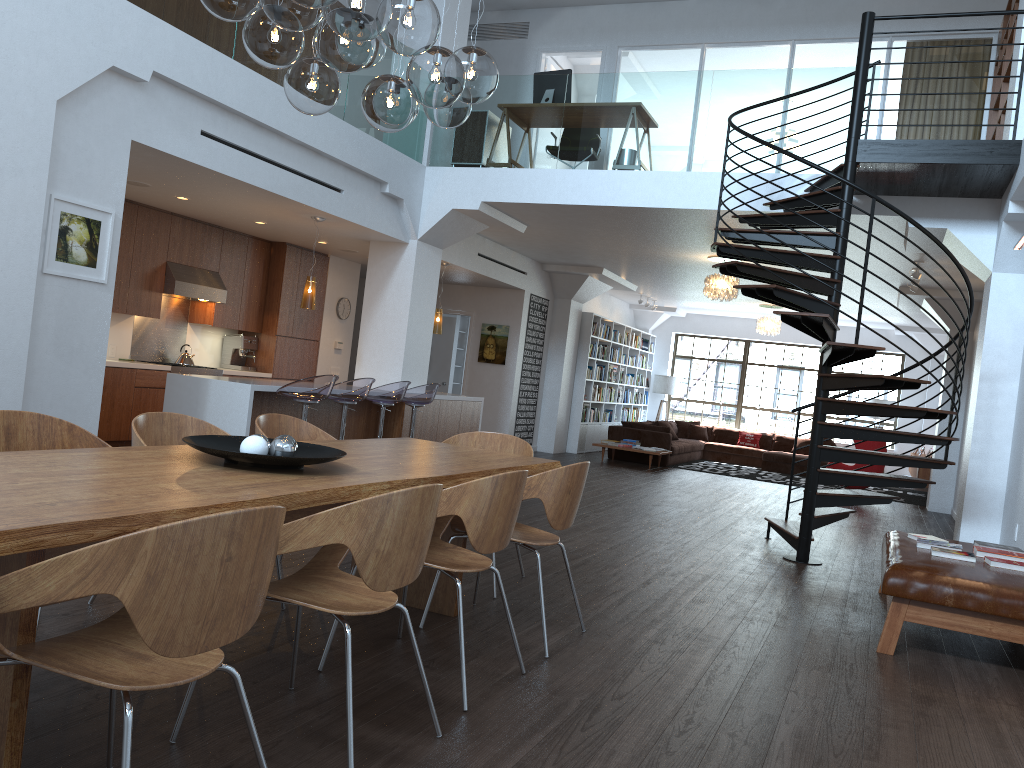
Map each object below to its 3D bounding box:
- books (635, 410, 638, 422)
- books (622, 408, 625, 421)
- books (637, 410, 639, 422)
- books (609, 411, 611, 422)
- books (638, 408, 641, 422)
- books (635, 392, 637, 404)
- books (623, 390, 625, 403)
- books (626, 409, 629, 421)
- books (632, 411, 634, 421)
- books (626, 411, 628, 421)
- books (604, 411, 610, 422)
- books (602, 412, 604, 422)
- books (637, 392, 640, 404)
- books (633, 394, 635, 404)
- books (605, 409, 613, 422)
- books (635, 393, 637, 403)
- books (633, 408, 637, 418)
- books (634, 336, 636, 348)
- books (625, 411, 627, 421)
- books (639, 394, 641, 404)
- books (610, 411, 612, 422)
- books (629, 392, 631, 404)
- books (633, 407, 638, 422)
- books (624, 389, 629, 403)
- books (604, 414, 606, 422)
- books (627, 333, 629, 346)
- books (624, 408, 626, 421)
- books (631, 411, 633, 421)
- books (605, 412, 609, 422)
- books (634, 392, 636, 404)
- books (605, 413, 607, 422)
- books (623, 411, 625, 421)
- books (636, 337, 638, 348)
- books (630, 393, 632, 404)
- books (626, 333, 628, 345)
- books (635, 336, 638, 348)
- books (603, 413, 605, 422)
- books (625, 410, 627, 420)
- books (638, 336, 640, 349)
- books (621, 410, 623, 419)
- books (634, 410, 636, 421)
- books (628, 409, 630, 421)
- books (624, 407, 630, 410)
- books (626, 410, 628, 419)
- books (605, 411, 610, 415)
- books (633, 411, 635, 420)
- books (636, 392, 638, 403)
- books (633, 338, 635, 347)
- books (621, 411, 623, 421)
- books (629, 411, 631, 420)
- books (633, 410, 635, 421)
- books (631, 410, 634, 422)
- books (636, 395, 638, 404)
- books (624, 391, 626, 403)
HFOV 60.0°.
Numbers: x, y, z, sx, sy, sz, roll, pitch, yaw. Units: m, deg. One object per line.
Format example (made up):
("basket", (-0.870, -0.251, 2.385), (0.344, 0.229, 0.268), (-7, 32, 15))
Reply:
("books", (2.516, 0.662, 18.544), (0.189, 0.247, 0.057), (7, 1, 23))
("books", (2.126, 0.606, 17.618), (0.198, 0.284, 0.066), (7, 1, 22))
("books", (2.587, 0.670, 18.716), (0.171, 0.246, 0.057), (7, 1, 23))
("books", (1.785, 0.614, 16.779), (0.146, 0.202, 0.027), (7, 1, 23))
("books", (2.620, 0.651, 18.794), (0.176, 0.290, 0.053), (7, 1, 23))
("books", (2.486, 0.278, 18.369), (0.183, 0.253, 0.039), (7, 1, 23))
("books", (2.125, 0.241, 17.481), (0.182, 0.255, 0.077), (7, 1, 23))
("books", (2.272, 0.636, 17.934), (0.183, 0.253, 0.034), (7, 1, 22))
("books", (2.418, 0.650, 18.297), (0.183, 0.253, 0.037), (7, 1, 23))
("books", (2.239, 0.648, 17.867), (0.161, 0.223, 0.027), (7, 1, 22))
("books", (1.759, 0.617, 16.725), (0.139, 0.191, 0.036), (7, 1, 23))
("books", (1.616, 0.600, 16.396), (0.136, 0.196, 0.045), (7, 1, 23))
("books", (2.563, 0.285, 18.542), (0.183, 0.253, 0.042), (7, 1, 23))
("books", (2.437, 0.287, 18.231), (0.161, 0.223, 0.030), (7, 1, 23))
("books", (1.844, 0.605, 16.936), (0.140, 0.231, 0.042), (7, 1, 23))
("books", (2.484, 0.292, 18.332), (0.161, 0.223, 0.030), (7, 1, 23))
("books", (2.483, 0.640, 18.492), (0.198, 0.284, 0.066), (7, 1, 23))
("books", (2.401, -0.855, 17.828), (0.171, 0.246, 0.057), (7, 1, 23))
("books", (2.208, 0.630, 17.786), (0.183, 0.253, 0.034), (7, 1, 22))
("books", (2.619, 0.314, 18.666), (0.161, 0.221, 0.035), (7, 1, 22))
("books", (1.813, 0.617, 16.856), (0.146, 0.202, 0.027), (7, 1, 23))
("books", (2.312, 0.262, 17.940), (0.170, 0.251, 0.118), (7, 1, 23))
("books", (2.555, 0.641, 18.583), (0.140, 0.298, 0.044), (7, 1, 23))
("books", (2.230, 0.234, 17.755), (0.197, 0.290, 0.136), (7, 1, 23))
("books", (1.688, 0.629, 16.543), (0.110, 0.153, 0.019), (7, 1, 23))
("books", (2.191, -0.877, 17.331), (0.160, 0.251, 0.039), (7, 1, 23))
("books", (2.177, 0.608, 17.717), (0.176, 0.290, 0.053), (7, 1, 22))
("books", (2.381, 0.657, 18.233), (0.168, 0.231, 0.040), (7, 1, 23))
("books", (1.749, 0.623, 16.697), (0.128, 0.178, 0.021), (7, 1, 23))
("books", (2.455, 0.274, 18.268), (0.174, 0.251, 0.051), (7, 1, 23))
("books", (1.701, 0.624, 16.579), (0.120, 0.167, 0.020), (7, 1, 23))
("books", (2.155, 0.626, 17.655), (0.160, 0.250, 0.026), (7, 1, 22))
("books", (2.448, -0.854, 17.934), (0.183, 0.253, 0.034), (7, 1, 23))
("books", (2.345, 0.280, 18.006), (0.161, 0.222, 0.084), (7, 1, 23))
("books", (2.162, -0.880, 17.271), (0.160, 0.251, 0.031), (7, 1, 23))
("books", (2.431, -0.855, 17.905), (0.183, 0.253, 0.034), (7, 1, 23))
("books", (1.647, 0.613, 16.464), (0.128, 0.178, 0.021), (7, 1, 23))
("books", (2.192, 0.628, 17.757), (0.183, 0.253, 0.034), (7, 1, 22))
("books", (2.500, -0.849, 18.060), (0.183, 0.253, 0.034), (7, 1, 23))
("books", (2.079, 0.624, 17.508), (0.174, 0.240, 0.045), (7, 1, 22))
("books", (2.474, 0.655, 18.431), (0.183, 0.253, 0.037), (7, 1, 23))
("books", (2.298, 0.636, 18.013), (0.180, 0.259, 0.060), (7, 1, 22))
("books", (2.280, 0.618, 17.969), (0.176, 0.290, 0.036), (7, 1, 22))
("books", (2.223, 0.635, 17.829), (0.171, 0.246, 0.057), (7, 1, 22))
("books", (1.767, 0.612, 16.757), (0.146, 0.202, 0.027), (7, 1, 23))
("books", (2.436, 0.658, 18.373), (0.174, 0.240, 0.048), (7, 1, 23))
("books", (2.516, 0.283, 18.431), (0.171, 0.246, 0.036), (7, 1, 23))
("books", (2.360, -0.856, 17.790), (0.174, 0.240, 0.045), (7, 1, 23))
("books", (2.101, 0.635, 17.537), (0.161, 0.223, 0.026), (7, 1, 22))
("books", (2.324, 0.656, 18.076), (0.161, 0.223, 0.027), (7, 1, 22))
("books", (2.459, 0.655, 18.404), (0.160, 0.250, 0.027), (7, 1, 23))
("books", (2.400, 0.648, 18.266), (0.183, 0.253, 0.036), (7, 1, 23))
("books", (2.527, 0.282, 18.466), (0.160, 0.251, 0.036), (7, 1, 23))
("books", (2.165, 0.251, 17.574), (0.174, 0.243, 0.085), (7, 1, 23))
